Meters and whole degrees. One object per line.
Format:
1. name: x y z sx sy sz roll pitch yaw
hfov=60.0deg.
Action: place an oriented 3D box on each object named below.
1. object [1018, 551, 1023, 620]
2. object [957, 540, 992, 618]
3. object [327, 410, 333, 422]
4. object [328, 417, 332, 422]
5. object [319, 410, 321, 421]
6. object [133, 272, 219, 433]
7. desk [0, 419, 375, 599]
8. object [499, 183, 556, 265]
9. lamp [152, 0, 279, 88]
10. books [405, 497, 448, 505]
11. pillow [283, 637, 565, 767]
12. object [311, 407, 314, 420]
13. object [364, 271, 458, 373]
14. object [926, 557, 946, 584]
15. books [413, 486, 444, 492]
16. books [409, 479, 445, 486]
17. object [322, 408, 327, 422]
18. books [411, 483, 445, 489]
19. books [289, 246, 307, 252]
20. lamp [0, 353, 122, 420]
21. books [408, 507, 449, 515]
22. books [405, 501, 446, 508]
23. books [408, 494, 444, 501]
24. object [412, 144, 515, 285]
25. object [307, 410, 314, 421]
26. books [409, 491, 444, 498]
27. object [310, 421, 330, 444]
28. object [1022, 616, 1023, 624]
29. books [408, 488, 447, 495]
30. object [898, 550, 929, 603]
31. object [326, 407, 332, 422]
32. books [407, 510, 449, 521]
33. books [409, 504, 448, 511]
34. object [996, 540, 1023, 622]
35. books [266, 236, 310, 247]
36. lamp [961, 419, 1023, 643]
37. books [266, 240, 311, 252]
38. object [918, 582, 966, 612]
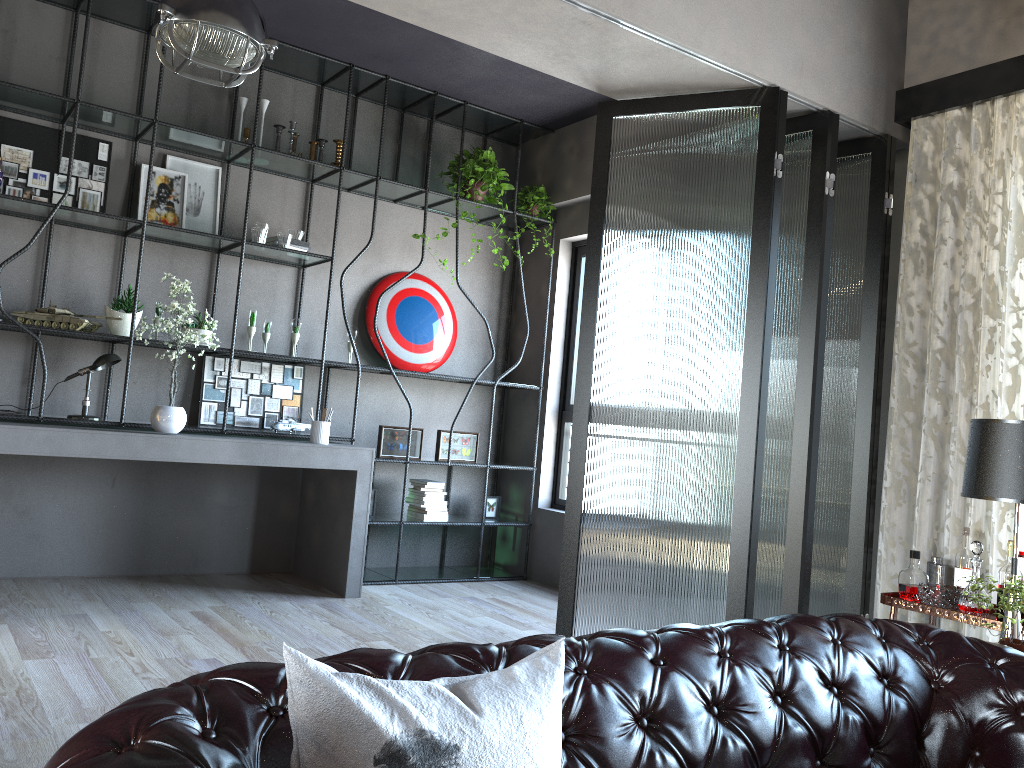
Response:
1. object: 1.970 0.779 3.441 0.067 0.258 0.099 7 -4 -29
2. object: 1.749 0.737 3.344 0.114 0.292 0.114 5 -4 -6
3. object: -1.111 0.240 5.333 0.062 0.169 0.009 7 -4 -35
4. object: -1.120 0.272 5.308 0.068 0.160 0.009 6 -4 -21
5. object: -1.161 0.239 5.344 0.009 0.167 0.061 6 -4 -22
6. object: -1.775 -0.165 4.730 0.420 0.853 0.398 4 -4 12
7. desk: -1.964 0.717 5.008 2.127 0.886 0.845 7 -4 -34
8. object: 0.098 -1.144 6.394 0.444 0.634 0.401 6 -4 -16
9. lamp: -1.333 -1.942 3.956 0.515 1.150 0.533 3 -4 33
10. books: -0.592 0.805 6.094 0.193 0.028 0.245 7 -4 -39
11. pillow: -0.104 0.624 1.352 0.528 0.469 0.283 7 -4 -32
12. object: -1.188 0.243 5.309 0.046 0.203 0.023 5 -4 2
13. object: -0.703 -0.437 6.306 0.750 0.740 0.185 7 -4 -34
14. object: 1.756 0.812 3.685 0.052 0.182 0.134 5 -3 2
15. books: -0.577 0.718 6.094 0.162 0.023 0.231 6 -3 -19
16. books: -0.585 0.675 6.098 0.159 0.024 0.201 8 -4 -44
17. object: -1.141 0.249 5.350 0.023 0.204 0.036 5 -4 5
18. books: -0.582 0.698 6.107 0.155 0.020 0.205 7 -3 -34
19. books: -1.452 -0.855 5.686 0.227 0.024 0.166 3 -3 35
20. lamp: -2.537 -0.012 4.845 0.739 0.371 0.204 5 -4 -10
21. books: -0.579 0.870 6.092 0.175 0.023 0.249 7 -4 -39
22. books: -0.593 0.826 6.094 0.192 0.014 0.255 7 -3 -31
23. books: -0.595 0.781 6.100 0.158 0.021 0.224 7 -3 -34
24. object: -0.349 -1.151 6.088 0.719 1.027 0.649 6 -4 -16
25. object: -1.169 0.253 5.304 0.137 0.190 0.009 7 -4 -31
26. books: -0.587 0.760 6.103 0.155 0.022 0.205 7 -4 -39
27. object: -1.148 0.291 5.302 0.110 0.137 0.110 6 -4 -24
28. object: 1.956 0.734 3.310 0.079 0.329 0.080 8 -5 -44
29. books: -0.583 0.739 6.100 0.174 0.019 0.244 7 -3 -34
30. object: 1.641 0.784 3.621 0.087 0.206 0.087 5 -4 -9
31. object: -1.117 0.232 5.344 0.052 0.186 0.009 7 -4 -33
32. books: -0.581 0.902 6.087 0.192 0.043 0.248 7 -3 -34
33. books: -0.577 0.847 6.093 0.175 0.023 0.249 7 -3 -34
34. object: 1.867 0.740 3.324 0.081 0.307 0.081 5 -4 5
35. books: -1.442 -0.905 5.688 0.225 0.029 0.179 7 -4 -42
36. lamp: 1.635 0.540 2.880 0.333 0.832 0.333 7 -4 -32
37. books: -1.440 -0.878 5.696 0.243 0.024 0.175 7 -4 -38
38. object: 1.720 0.841 3.484 0.245 0.093 0.151 5 -3 7
